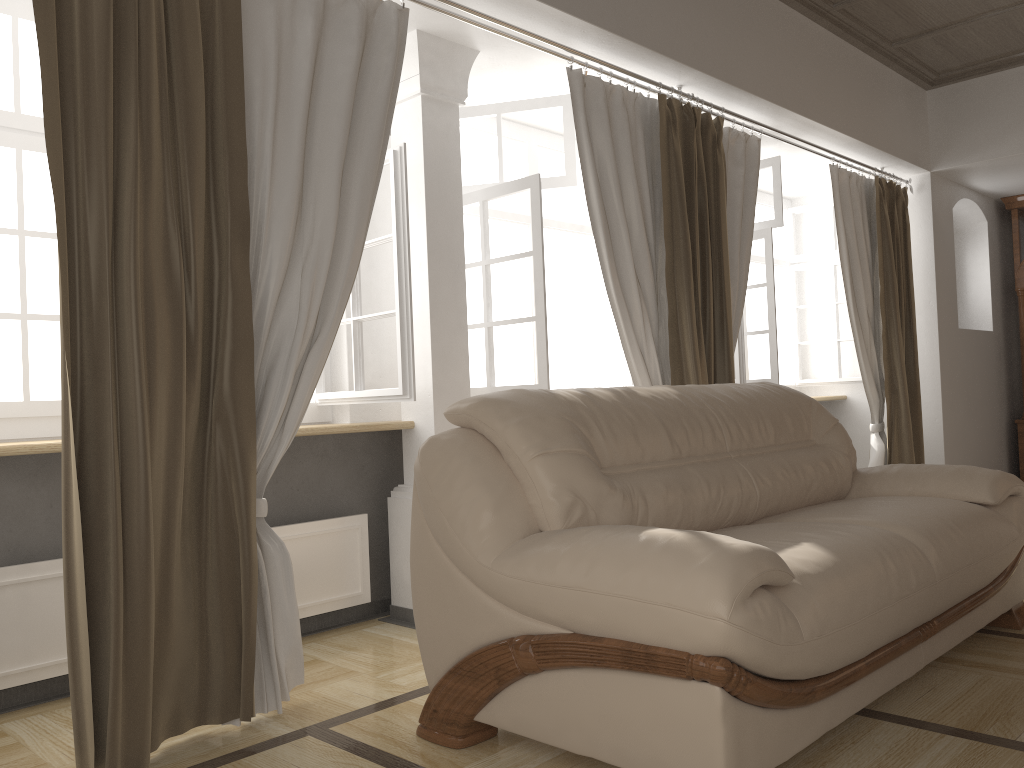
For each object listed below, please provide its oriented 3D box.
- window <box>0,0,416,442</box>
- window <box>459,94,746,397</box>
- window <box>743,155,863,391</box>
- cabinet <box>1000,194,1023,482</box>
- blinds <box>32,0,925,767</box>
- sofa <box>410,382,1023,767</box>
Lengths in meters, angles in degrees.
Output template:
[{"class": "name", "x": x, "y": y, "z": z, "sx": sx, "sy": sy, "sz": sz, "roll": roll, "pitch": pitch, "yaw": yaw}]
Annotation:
[{"class": "window", "x": -1.113, "y": -0.584, "z": 2.921, "sx": 0.781, "sy": 1.500, "sz": 1.600, "roll": -3, "pitch": -1, "yaw": 44}, {"class": "window", "x": 0.399, "y": -0.618, "z": 4.497, "sx": 0.784, "sy": 1.500, "sz": 1.759, "roll": -3, "pitch": -1, "yaw": 43}, {"class": "window", "x": 1.793, "y": -0.651, "z": 5.916, "sx": 0.782, "sy": 1.500, "sz": 1.653, "roll": -3, "pitch": -1, "yaw": 44}, {"class": "cabinet", "x": 4.933, "y": -0.371, "z": 6.346, "sx": 2.360, "sy": 2.298, "sz": 0.587, "roll": -3, "pitch": -1, "yaw": 44}, {"class": "blinds", "x": 0.775, "y": -0.245, "z": 4.019, "sx": 0.285, "sy": 2.294, "sz": 5.765, "roll": -3, "pitch": -1, "yaw": 44}, {"class": "sofa", "x": 0.778, "y": 0.437, "z": 2.779, "sx": 1.051, "sy": 0.900, "sz": 2.135, "roll": -3, "pitch": -1, "yaw": 44}]
